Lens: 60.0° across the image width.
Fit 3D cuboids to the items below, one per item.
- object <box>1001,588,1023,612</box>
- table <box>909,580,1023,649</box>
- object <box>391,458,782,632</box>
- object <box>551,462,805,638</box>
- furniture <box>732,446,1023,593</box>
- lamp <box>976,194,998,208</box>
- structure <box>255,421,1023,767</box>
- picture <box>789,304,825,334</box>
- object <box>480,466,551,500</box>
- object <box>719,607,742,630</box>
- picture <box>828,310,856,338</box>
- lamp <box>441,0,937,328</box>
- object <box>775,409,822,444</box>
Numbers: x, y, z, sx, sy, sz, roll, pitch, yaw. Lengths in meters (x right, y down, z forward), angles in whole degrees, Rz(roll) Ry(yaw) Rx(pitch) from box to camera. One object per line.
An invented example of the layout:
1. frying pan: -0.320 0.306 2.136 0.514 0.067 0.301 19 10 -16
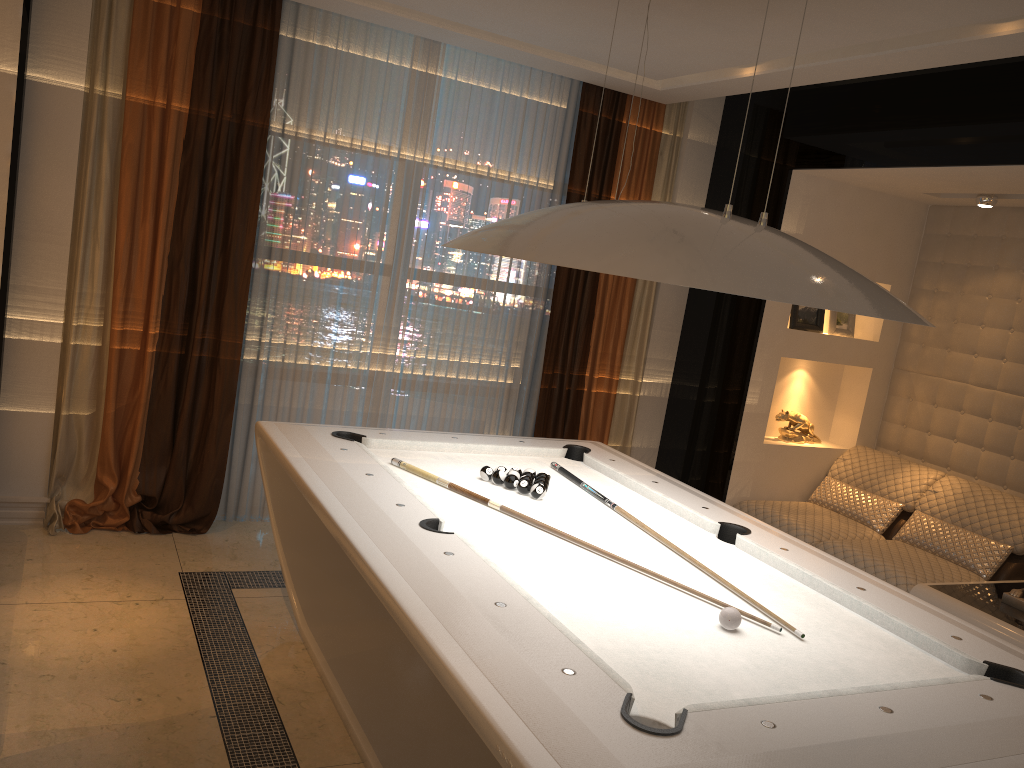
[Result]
1. object: 2.389 0.896 3.959 0.344 0.217 0.155 5 9 -27
2. table: 2.391 1.230 4.028 1.143 0.457 0.608 5 9 -27
3. object: 0.121 0.460 2.815 1.605 0.026 0.028 17 11 42
4. object: 0.457 0.490 2.994 0.028 0.026 1.605 6 9 -22
5. furniture: 2.011 0.867 4.843 1.107 0.810 1.312 5 9 -27
6. lamp: 2.519 -0.998 4.696 0.107 0.127 0.107 1 12 -46
7. structure: 0.211 0.849 2.878 1.659 0.812 2.912 5 9 -27
8. picture: 1.747 -0.413 5.270 0.264 0.209 0.090 5 9 -27
9. object: 0.064 0.360 3.344 0.299 0.057 0.265 15 10 37
10. object: 0.556 0.597 2.260 0.057 0.057 0.057 14 10 32
11. picture: 2.004 -0.415 5.393 0.211 0.262 0.094 5 9 -28
12. lamp: 0.497 -0.804 2.651 0.939 0.995 1.578 5 9 -27
13. object: 1.782 0.270 5.495 0.409 0.202 0.124 6 9 -24
